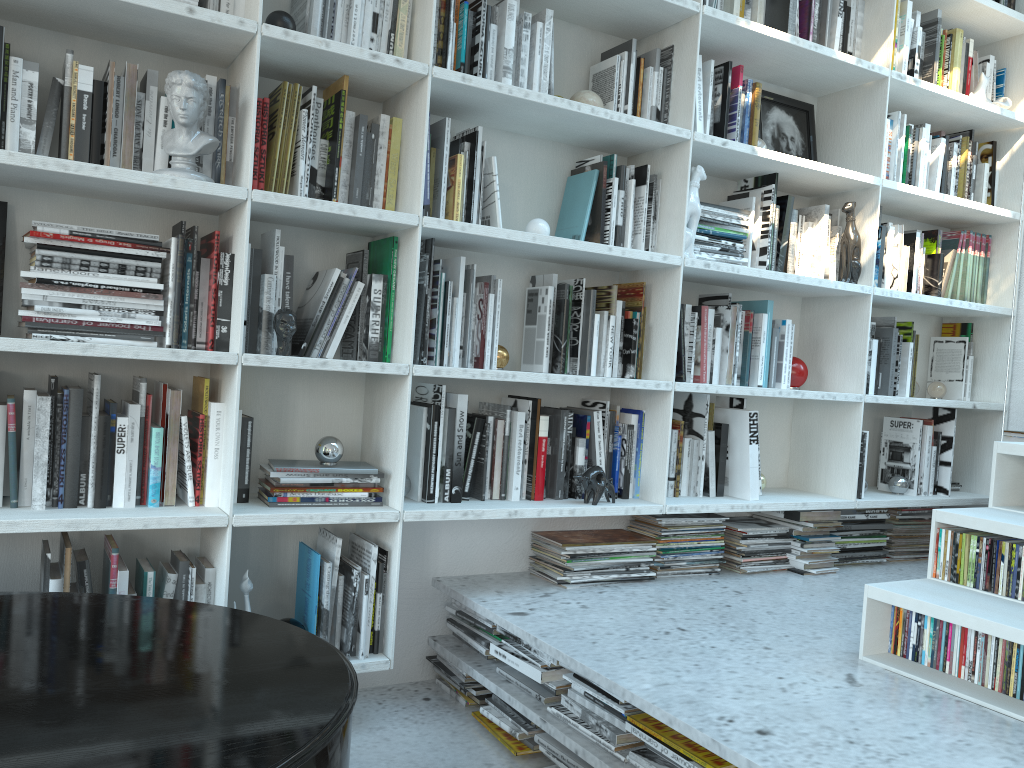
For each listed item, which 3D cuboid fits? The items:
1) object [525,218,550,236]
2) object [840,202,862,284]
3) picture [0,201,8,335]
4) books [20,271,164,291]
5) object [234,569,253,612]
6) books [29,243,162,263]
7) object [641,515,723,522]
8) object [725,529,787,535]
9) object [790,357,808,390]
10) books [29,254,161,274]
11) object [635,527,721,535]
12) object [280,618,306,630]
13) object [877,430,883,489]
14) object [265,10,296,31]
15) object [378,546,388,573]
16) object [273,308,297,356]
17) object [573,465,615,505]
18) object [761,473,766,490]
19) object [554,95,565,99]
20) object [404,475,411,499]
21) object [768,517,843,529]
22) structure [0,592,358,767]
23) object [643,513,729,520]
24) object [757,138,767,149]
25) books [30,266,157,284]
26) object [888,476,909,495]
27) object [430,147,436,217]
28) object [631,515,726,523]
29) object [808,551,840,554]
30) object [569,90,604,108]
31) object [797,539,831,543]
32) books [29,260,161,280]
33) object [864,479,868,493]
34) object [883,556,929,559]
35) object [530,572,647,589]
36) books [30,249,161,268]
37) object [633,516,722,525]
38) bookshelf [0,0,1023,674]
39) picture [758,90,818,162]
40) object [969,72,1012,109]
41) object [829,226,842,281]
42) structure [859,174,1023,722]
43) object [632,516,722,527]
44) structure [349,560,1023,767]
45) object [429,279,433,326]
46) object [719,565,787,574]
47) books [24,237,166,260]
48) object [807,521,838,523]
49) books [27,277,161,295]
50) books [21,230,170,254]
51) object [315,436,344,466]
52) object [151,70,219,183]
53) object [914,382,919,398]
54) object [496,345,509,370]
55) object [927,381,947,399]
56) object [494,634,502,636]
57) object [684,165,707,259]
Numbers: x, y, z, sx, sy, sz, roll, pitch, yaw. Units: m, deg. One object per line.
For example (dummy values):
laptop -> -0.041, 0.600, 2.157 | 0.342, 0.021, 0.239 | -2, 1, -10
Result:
object -> 0.074, -0.438, 2.540 | 0.071, 0.072, 0.071 | 4, 1, 19
object -> 1.161, -0.478, 3.048 | 0.087, 0.288, 0.075 | 4, 2, 5
picture -> -1.266, -0.266, 1.910 | 0.300, 0.300, 0.077 | 3, 2, -30
books -> -0.953, -0.232, 2.024 | 0.285, 0.012, 0.159 | 3, 1, -25
object -> -0.638, 0.554, 2.105 | 0.053, 0.225, 0.046 | 3, 2, -18
books -> -0.950, -0.293, 2.025 | 0.254, 0.012, 0.160 | 3, 1, -34
object -> 0.547, 0.435, 2.936 | 0.254, 0.006, 0.160 | 3, 1, -29
object -> 0.863, 0.503, 3.124 | 0.328, 0.008, 0.207 | 3, 1, -30
object -> 0.977, -0.038, 3.108 | 0.115, 0.116, 0.115 | 5, 2, 38
books -> -0.952, -0.268, 2.025 | 0.254, 0.012, 0.160 | 3, 1, -34
object -> 0.541, 0.479, 2.938 | 0.254, 0.006, 0.160 | 3, 1, -30
object -> -0.554, 0.624, 2.184 | 0.093, 0.095, 0.093 | 4, 1, 19
object -> 1.457, 0.297, 3.407 | 0.008, 0.232, 0.100 | 3, 2, -30
object -> -0.548, -0.846, 2.101 | 0.071, 0.072, 0.071 | 4, 1, 19
object -> -0.358, 0.552, 2.329 | 0.011, 0.260, 0.142 | 3, 2, -30
object -> -0.534, -0.123, 2.091 | 0.054, 0.113, 0.079 | 3, 2, -31
object -> 0.239, 0.290, 2.549 | 0.160, 0.114, 0.064 | 3, 2, -42
object -> 0.849, 0.342, 3.087 | 0.071, 0.072, 0.071 | 4, 1, 19
object -> 0.129, -0.802, 2.572 | 0.068, 0.068, 0.068 | 5, 2, 38
object -> -0.309, 0.274, 2.406 | 0.071, 0.072, 0.071 | 4, 1, 19
object -> 1.012, 0.482, 3.157 | 0.144, 0.004, 0.295 | 3, 1, -32
structure -> -1.034, 0.786, 0.768 | 1.919, 0.833, 1.333 | 3, 1, -30
object -> 0.552, 0.431, 2.928 | 0.285, 0.005, 0.159 | 3, 1, -25
object -> 0.802, -0.775, 2.952 | 0.091, 0.092, 0.091 | 4, 1, 19
books -> -0.955, -0.244, 2.028 | 0.254, 0.012, 0.160 | 3, 1, -27
object -> 1.446, 0.378, 3.316 | 0.071, 0.072, 0.071 | 4, 1, 19
object -> -0.248, -0.525, 2.411 | 0.013, 0.208, 0.140 | 3, 2, -30
object -> 0.546, 0.441, 2.938 | 0.285, 0.005, 0.159 | 3, 1, -30
object -> 1.009, 0.569, 3.161 | 0.132, 0.007, 0.293 | 3, 1, -27
object -> 0.219, -0.819, 2.649 | 0.111, 0.113, 0.111 | 5, 2, 38
object -> 1.017, 0.537, 3.164 | 0.134, 0.015, 0.199 | 3, 1, -30
books -> -0.954, -0.256, 2.028 | 0.254, 0.012, 0.160 | 3, 1, -33
object -> 1.247, 0.367, 3.202 | 0.071, 0.072, 0.071 | 4, 1, 19
object -> 1.540, 0.665, 3.525 | 0.368, 0.007, 0.205 | 4, 1, -20
object -> 0.248, 0.599, 2.765 | 0.346, 0.007, 0.193 | 3, 1, -35
books -> -0.952, -0.281, 2.027 | 0.254, 0.012, 0.160 | 3, 1, -33
object -> 0.546, 0.446, 2.938 | 0.254, 0.006, 0.160 | 3, 1, -30
bookshelf -> -0.849, -0.364, 2.010 | 6.298, 3.143, 0.330 | 3, 2, -30
picture -> 0.965, -0.872, 3.138 | 0.300, 0.300, 0.077 | 3, 2, -30
object -> 1.810, -1.104, 3.389 | 0.203, 0.137, 0.095 | 4, 2, -14
object -> 1.092, -0.449, 3.169 | 0.022, 0.212, 0.178 | 3, 2, -30
structure -> 1.661, -0.647, 1.413 | 2.614, 3.383, 1.953 | 3, 2, -30
object -> 0.545, 0.452, 2.938 | 0.254, 0.006, 0.160 | 3, 1, -30
structure -> 1.239, 1.018, 1.728 | 2.900, 0.659, 3.110 | 3, 1, -30
object -> -0.256, -0.187, 2.450 | 0.007, 0.266, 0.134 | 3, 2, -30
object -> 0.855, 0.633, 3.129 | 0.328, 0.008, 0.207 | 3, 1, -30
books -> -0.952, -0.305, 2.028 | 0.285, 0.012, 0.159 | 3, 1, -28
object -> 1.011, 0.466, 3.155 | 0.141, 0.005, 0.259 | 3, 1, -26
books -> -0.954, -0.220, 2.025 | 0.254, 0.012, 0.160 | 3, 1, -35
books -> -0.947, -0.317, 2.022 | 0.285, 0.012, 0.159 | 3, 1, -35
object -> -0.458, 0.166, 2.223 | 0.071, 0.072, 0.071 | 4, 1, 19
object -> -0.729, -0.567, 1.977 | 0.138, 0.244, 0.137 | 5, 2, 26
object -> 1.540, 0.016, 3.436 | 0.071, 0.072, 0.071 | 4, 1, 19
object -> -0.044, -0.076, 2.538 | 0.071, 0.072, 0.071 | 4, 1, 19
object -> 1.717, 0.026, 3.584 | 0.071, 0.072, 0.071 | 4, 1, 19
object -> -0.036, 0.679, 2.547 | 0.135, 0.011, 0.221 | 3, 1, -26
object -> 0.536, -0.514, 2.668 | 0.087, 0.288, 0.075 | 4, 2, 5
